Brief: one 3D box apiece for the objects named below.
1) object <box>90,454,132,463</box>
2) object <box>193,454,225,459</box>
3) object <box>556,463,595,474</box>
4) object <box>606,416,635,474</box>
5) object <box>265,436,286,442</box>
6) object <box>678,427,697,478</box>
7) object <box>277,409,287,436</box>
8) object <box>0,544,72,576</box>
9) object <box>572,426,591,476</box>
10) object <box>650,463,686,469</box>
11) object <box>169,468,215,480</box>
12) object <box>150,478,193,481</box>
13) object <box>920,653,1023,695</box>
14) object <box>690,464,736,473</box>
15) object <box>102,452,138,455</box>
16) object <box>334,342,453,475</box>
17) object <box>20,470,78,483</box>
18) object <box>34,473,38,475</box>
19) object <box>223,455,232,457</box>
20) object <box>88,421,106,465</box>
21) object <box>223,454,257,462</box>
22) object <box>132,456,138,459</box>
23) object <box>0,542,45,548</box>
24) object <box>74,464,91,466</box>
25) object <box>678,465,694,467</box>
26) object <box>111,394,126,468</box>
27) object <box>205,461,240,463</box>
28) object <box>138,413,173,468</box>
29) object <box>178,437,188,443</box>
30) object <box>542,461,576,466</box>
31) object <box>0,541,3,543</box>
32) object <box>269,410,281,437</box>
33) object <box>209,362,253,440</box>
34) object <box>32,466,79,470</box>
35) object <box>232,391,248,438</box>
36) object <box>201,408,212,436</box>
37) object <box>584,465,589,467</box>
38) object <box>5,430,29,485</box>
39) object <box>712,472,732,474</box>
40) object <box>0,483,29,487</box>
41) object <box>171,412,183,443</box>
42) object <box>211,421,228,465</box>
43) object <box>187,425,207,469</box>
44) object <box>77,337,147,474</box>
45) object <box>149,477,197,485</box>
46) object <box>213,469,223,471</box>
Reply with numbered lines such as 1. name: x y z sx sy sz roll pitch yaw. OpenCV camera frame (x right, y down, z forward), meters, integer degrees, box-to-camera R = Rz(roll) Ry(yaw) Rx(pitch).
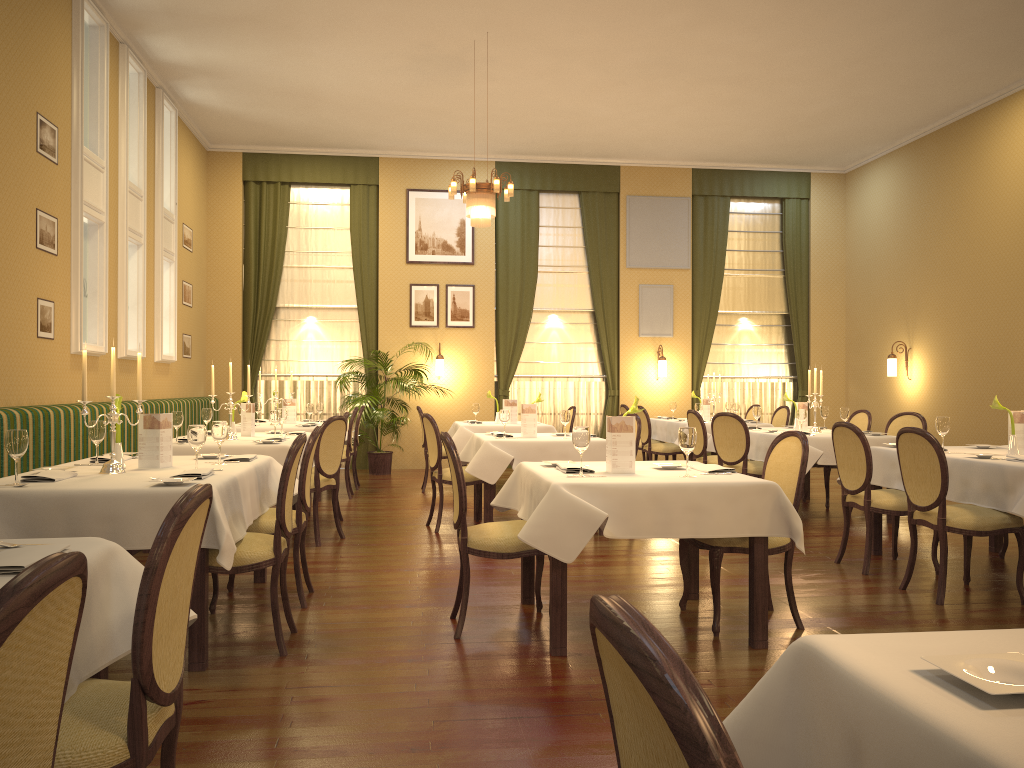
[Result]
1. object: -2.205 0.411 4.883 0.142 0.033 0.273 0 0 -7
2. object: -1.724 0.415 5.064 0.160 0.024 0.160 0 0 -7
3. object: 0.311 0.416 4.377 0.142 0.033 0.273 0 0 -7
4. object: 0.502 0.294 4.278 0.166 0.277 0.081 0 0 39
5. object: -1.798 0.418 6.718 0.142 0.033 0.273 0 0 -7
6. object: 0.814 0.316 4.115 0.088 0.229 0.088 0 0 41
7. object: -1.914 0.319 7.374 0.088 0.229 0.088 0 0 41
8. object: -1.149 0.408 2.064 0.142 0.024 0.273 0 0 -7
9. object: 0.326 0.315 4.172 0.088 0.229 0.088 0 0 41
10. object: 0.799 0.421 4.503 0.160 0.024 0.160 0 0 -7
11. object: -1.454 0.410 4.035 0.142 0.033 0.273 0 0 -7
12. object: -1.487 0.416 3.866 0.181 0.015 0.038 0 0 -6
13. object: 0.684 0.410 1.227 0.160 0.024 0.160 0 0 -7
14. object: 0.999 0.422 4.422 0.142 0.024 0.273 0 0 -7
15. object: -2.269 0.414 5.146 0.160 0.024 0.160 0 0 -7
16. object: -1.678 0.311 11.906 1.496 1.807 1.552 0 0 -27
17. object: -2.045 0.408 3.926 0.142 0.033 0.273 0 0 -7
18. object: -2.107 0.417 4.096 0.185 0.010 0.017 0 0 -6
19. object: -1.604 0.420 5.193 0.181 0.015 0.038 0 0 -6
20. object: -2.190 0.310 4.678 0.088 0.229 0.088 0 0 41
21. object: -1.523 0.417 4.983 0.142 0.024 0.273 0 0 -7
22. object: -2.211 0.418 5.050 0.181 0.015 0.038 0 0 -6
23. object: -1.231 0.412 2.273 0.181 0.015 0.038 0 0 -6
24. object: -2.171 0.419 4.596 0.185 0.010 0.017 0 0 -6
25. object: 0.918 0.426 4.632 0.181 0.015 0.038 0 0 -6
26. object: -1.992 0.237 4.480 0.076 0.375 0.163 0 0 -25
27. object: -1.565 0.421 4.787 0.185 0.010 0.017 0 0 -7
28. object: -1.792 0.288 4.486 0.166 0.277 0.081 0 0 -36
29. object: -2.388 0.416 6.608 0.142 0.033 0.273 0 0 -7
30. object: 0.246 0.420 4.640 0.160 0.024 0.160 0 0 -7
31. object: -1.350 0.407 2.145 0.160 0.024 0.160 0 0 -7
32. object: -1.844 0.318 6.903 0.088 0.229 0.088 0 0 41
33. object: -2.181 0.108 6.874 0.390 0.655 0.131 0 0 7
34. object: -2.168 0.411 4.214 0.160 0.024 0.160 0 0 -7
35. object: -2.193 0.245 7.090 0.163 0.375 0.076 0 0 15
36. object: -2.533 0.317 7.360 0.088 0.229 0.088 0 0 35
37. object: 0.305 0.424 4.544 0.181 0.015 0.038 0 0 -6
38. object: -2.070 0.307 3.705 0.088 0.229 0.088 0 0 41
39. object: 0.957 0.427 4.226 0.185 0.010 0.017 0 0 -7
40. object: -2.064 0.414 3.616 0.181 0.015 0.038 0 0 -6
41. object: -2.413 0.315 6.387 0.088 0.229 0.088 0 0 41
42. object: -1.553 0.311 4.709 0.088 0.229 0.088 0 0 41
43. object: -1.500 0.310 4.221 0.088 0.229 0.088 0 0 41
44. object: -1.898 0.100 4.218 0.131 0.655 0.390 0 0 12
45. object: -1.418 0.412 3.717 0.160 0.024 0.160 0 0 -7
46. object: -1.506 0.420 4.324 0.185 0.010 0.017 0 0 -7
